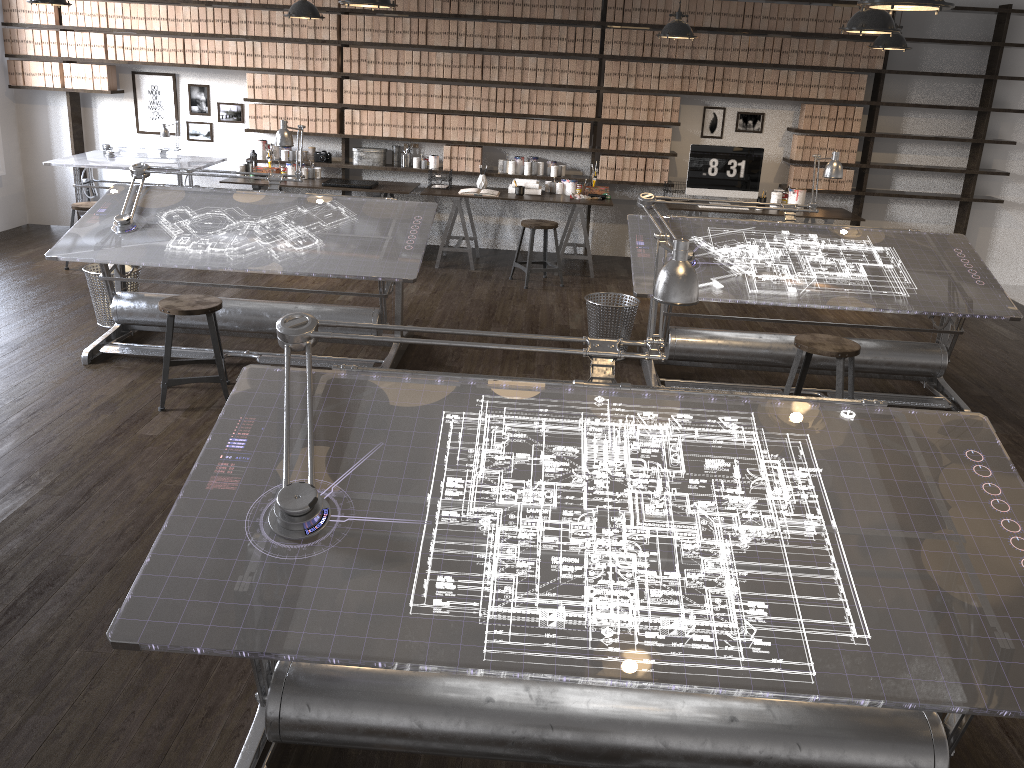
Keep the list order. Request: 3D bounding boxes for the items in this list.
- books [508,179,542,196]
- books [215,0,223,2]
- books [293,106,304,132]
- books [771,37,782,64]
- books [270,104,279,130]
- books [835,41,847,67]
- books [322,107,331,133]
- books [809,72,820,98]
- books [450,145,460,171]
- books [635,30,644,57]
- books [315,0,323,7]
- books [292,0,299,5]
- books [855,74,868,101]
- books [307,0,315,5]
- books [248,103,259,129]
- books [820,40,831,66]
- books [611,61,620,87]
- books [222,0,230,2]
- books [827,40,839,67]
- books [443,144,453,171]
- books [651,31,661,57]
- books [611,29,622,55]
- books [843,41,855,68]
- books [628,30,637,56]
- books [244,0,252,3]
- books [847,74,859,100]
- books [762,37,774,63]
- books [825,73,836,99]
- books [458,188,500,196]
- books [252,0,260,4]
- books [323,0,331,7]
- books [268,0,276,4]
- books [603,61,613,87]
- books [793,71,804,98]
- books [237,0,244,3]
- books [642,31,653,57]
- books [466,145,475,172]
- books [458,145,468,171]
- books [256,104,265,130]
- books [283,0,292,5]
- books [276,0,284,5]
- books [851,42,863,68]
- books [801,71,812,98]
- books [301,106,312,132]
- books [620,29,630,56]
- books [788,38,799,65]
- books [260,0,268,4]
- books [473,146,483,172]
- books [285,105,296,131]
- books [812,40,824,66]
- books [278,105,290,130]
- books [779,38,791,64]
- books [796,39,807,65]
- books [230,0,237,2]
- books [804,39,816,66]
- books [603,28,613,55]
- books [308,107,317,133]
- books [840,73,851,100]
[{"bbox_3d":[0.121,-1.787,7.979,0.294,0.145,0.391,4,19,2],"label":"books"},{"bbox_3d":[-2.604,-3.537,7.930,0.067,0.222,0.177,4,18,2],"label":"books"},{"bbox_3d":[-1.976,-2.464,8.225,0.067,0.222,0.177,4,18,2],"label":"books"},{"bbox_3d":[2.325,-2.945,7.837,0.067,0.222,0.177,4,18,2],"label":"books"},{"bbox_3d":[-2.186,-2.477,8.230,0.067,0.222,0.177,4,18,2],"label":"books"},{"bbox_3d":[2.881,-2.908,7.818,0.067,0.222,0.177,4,18,2],"label":"books"},{"bbox_3d":[-1.703,-2.447,8.219,0.067,0.222,0.177,4,18,2],"label":"books"},{"bbox_3d":[2.679,-2.668,7.904,0.067,0.222,0.177,4,18,2],"label":"books"},{"bbox_3d":[-0.528,-2.110,8.258,0.067,0.222,0.177,4,18,2],"label":"books"},{"bbox_3d":[1.129,-3.027,7.883,0.067,0.222,0.177,4,18,2],"label":"books"},{"bbox_3d":[-1.703,-3.477,7.900,0.067,0.222,0.177,4,18,2],"label":"books"},{"bbox_3d":[-1.911,-3.488,7.900,0.067,0.222,0.177,4,18,2],"label":"books"},{"bbox_3d":[3.089,-2.641,7.890,0.067,0.222,0.177,4,18,2],"label":"books"},{"bbox_3d":[-1.773,-3.481,7.901,0.067,0.222,0.177,4,18,2],"label":"books"},{"bbox_3d":[-2.387,-2.490,8.236,0.067,0.222,0.177,4,18,2],"label":"books"},{"bbox_3d":[2.746,-2.919,7.826,0.067,0.222,0.177,4,18,2],"label":"books"},{"bbox_3d":[0.927,-2.784,7.962,0.067,0.222,0.177,4,18,2],"label":"books"},{"bbox_3d":[-2.533,-3.532,7.927,0.067,0.222,0.177,4,18,2],"label":"books"},{"bbox_3d":[2.809,-2.914,7.823,0.067,0.222,0.177,4,18,2],"label":"books"},{"bbox_3d":[-0.595,-2.112,8.255,0.067,0.222,0.177,4,18,2],"label":"books"},{"bbox_3d":[1.278,-3.017,7.878,0.067,0.222,0.177,4,18,2],"label":"books"},{"bbox_3d":[0.928,-3.038,7.884,0.067,0.222,0.177,4,18,2],"label":"books"},{"bbox_3d":[2.951,-2.905,7.820,0.067,0.222,0.177,4,18,2],"label":"books"},{"bbox_3d":[1.064,-3.030,7.883,0.067,0.222,0.177,4,18,2],"label":"books"},{"bbox_3d":[-2.337,-3.518,7.918,0.067,0.222,0.177,4,18,2],"label":"books"},{"bbox_3d":[3.019,-2.647,7.897,0.067,0.222,0.177,4,18,2],"label":"books"},{"bbox_3d":[2.251,-2.952,7.845,0.067,0.222,0.177,4,18,2],"label":"books"},{"bbox_3d":[2.814,-2.661,7.903,0.067,0.222,0.177,4,18,2],"label":"books"},{"bbox_3d":[-0.287,-1.701,7.839,0.354,0.029,0.260,4,20,2],"label":"books"},{"bbox_3d":[-2.264,-3.512,7.914,0.067,0.222,0.177,4,18,2],"label":"books"},{"bbox_3d":[-1.634,-3.471,7.894,0.067,0.222,0.177,4,18,2],"label":"books"},{"bbox_3d":[-2.124,-3.505,7.914,0.067,0.222,0.177,4,18,2],"label":"books"},{"bbox_3d":[0.864,-2.790,7.969,0.067,0.222,0.177,4,18,2],"label":"books"},{"bbox_3d":[2.540,-2.680,7.914,0.067,0.222,0.177,4,18,2],"label":"books"},{"bbox_3d":[-2.399,-3.523,7.922,0.067,0.222,0.177,4,18,2],"label":"books"},{"bbox_3d":[1.203,-3.020,7.876,0.067,0.222,0.177,4,18,2],"label":"books"},{"bbox_3d":[-0.387,-2.099,8.249,0.067,0.222,0.177,4,18,2],"label":"books"},{"bbox_3d":[-0.457,-2.105,8.256,0.067,0.222,0.177,4,18,2],"label":"books"},{"bbox_3d":[-2.320,-2.487,8.238,0.067,0.222,0.177,4,18,2],"label":"books"},{"bbox_3d":[-1.983,-3.493,7.903,0.067,0.222,0.177,4,18,2],"label":"books"},{"bbox_3d":[-2.055,-3.499,7.908,0.067,0.222,0.177,4,18,2],"label":"books"},{"bbox_3d":[3.021,-2.901,7.819,0.067,0.222,0.177,4,18,2],"label":"books"},{"bbox_3d":[2.609,-2.674,7.910,0.067,0.222,0.177,4,18,2],"label":"books"},{"bbox_3d":[-1.904,-2.458,8.219,0.067,0.222,0.177,4,18,2],"label":"books"},{"bbox_3d":[1.000,-3.033,7.881,0.067,0.222,0.177,4,18,2],"label":"books"},{"bbox_3d":[2.471,-2.936,7.833,0.067,0.222,0.177,4,18,2],"label":"books"},{"bbox_3d":[-2.194,-3.509,7.915,0.067,0.222,0.177,4,18,2],"label":"books"},{"bbox_3d":[-0.315,-2.096,8.251,0.067,0.222,0.177,4,18,2],"label":"books"},{"bbox_3d":[-2.046,-2.470,8.231,0.067,0.222,0.177,4,18,2],"label":"books"},{"bbox_3d":[2.679,-2.921,7.824,0.067,0.222,0.177,4,18,2],"label":"books"},{"bbox_3d":[-2.115,-2.474,8.232,0.067,0.222,0.177,4,18,2],"label":"books"},{"bbox_3d":[2.400,-2.942,7.840,0.067,0.222,0.177,4,18,2],"label":"books"},{"bbox_3d":[2.541,-2.933,7.835,0.067,0.222,0.177,4,18,2],"label":"books"},{"bbox_3d":[-2.466,-3.525,7.919,0.067,0.222,0.177,4,18,2],"label":"books"},{"bbox_3d":[2.612,-2.928,7.832,0.067,0.222,0.177,4,18,2],"label":"books"},{"bbox_3d":[0.856,-3.044,7.890,0.067,0.222,0.177,4,18,2],"label":"books"},{"bbox_3d":[-1.832,-2.453,8.217,0.067,0.222,0.177,4,18,2],"label":"books"},{"bbox_3d":[2.948,-2.652,7.899,0.067,0.222,0.177,4,18,2],"label":"books"}]
